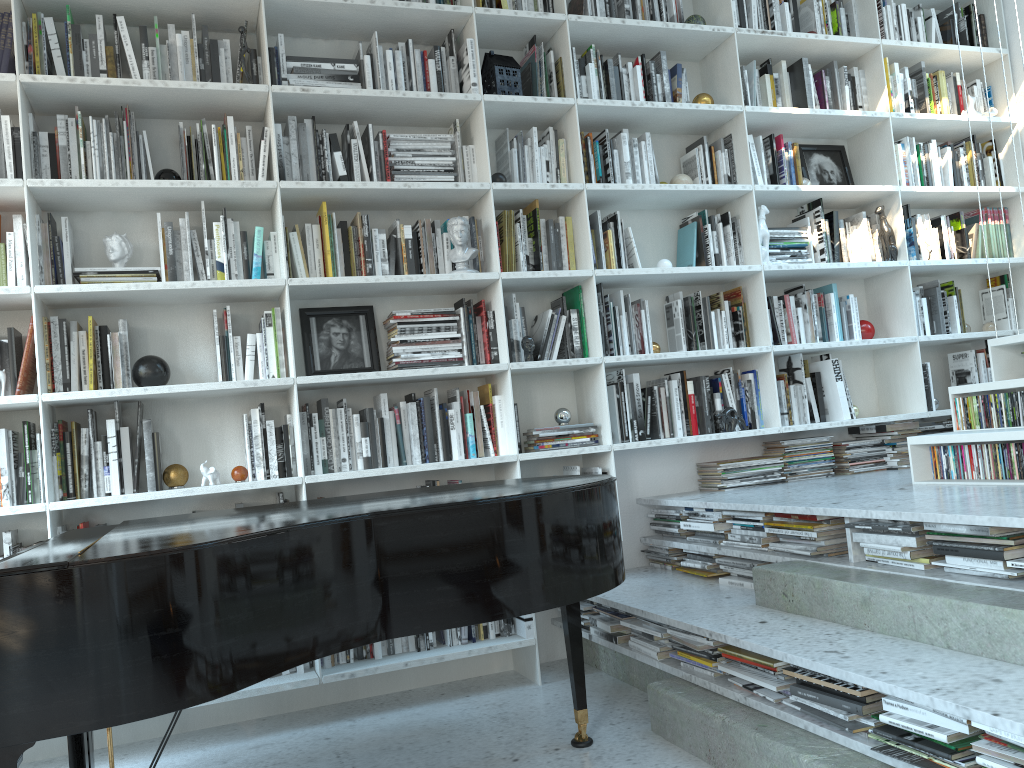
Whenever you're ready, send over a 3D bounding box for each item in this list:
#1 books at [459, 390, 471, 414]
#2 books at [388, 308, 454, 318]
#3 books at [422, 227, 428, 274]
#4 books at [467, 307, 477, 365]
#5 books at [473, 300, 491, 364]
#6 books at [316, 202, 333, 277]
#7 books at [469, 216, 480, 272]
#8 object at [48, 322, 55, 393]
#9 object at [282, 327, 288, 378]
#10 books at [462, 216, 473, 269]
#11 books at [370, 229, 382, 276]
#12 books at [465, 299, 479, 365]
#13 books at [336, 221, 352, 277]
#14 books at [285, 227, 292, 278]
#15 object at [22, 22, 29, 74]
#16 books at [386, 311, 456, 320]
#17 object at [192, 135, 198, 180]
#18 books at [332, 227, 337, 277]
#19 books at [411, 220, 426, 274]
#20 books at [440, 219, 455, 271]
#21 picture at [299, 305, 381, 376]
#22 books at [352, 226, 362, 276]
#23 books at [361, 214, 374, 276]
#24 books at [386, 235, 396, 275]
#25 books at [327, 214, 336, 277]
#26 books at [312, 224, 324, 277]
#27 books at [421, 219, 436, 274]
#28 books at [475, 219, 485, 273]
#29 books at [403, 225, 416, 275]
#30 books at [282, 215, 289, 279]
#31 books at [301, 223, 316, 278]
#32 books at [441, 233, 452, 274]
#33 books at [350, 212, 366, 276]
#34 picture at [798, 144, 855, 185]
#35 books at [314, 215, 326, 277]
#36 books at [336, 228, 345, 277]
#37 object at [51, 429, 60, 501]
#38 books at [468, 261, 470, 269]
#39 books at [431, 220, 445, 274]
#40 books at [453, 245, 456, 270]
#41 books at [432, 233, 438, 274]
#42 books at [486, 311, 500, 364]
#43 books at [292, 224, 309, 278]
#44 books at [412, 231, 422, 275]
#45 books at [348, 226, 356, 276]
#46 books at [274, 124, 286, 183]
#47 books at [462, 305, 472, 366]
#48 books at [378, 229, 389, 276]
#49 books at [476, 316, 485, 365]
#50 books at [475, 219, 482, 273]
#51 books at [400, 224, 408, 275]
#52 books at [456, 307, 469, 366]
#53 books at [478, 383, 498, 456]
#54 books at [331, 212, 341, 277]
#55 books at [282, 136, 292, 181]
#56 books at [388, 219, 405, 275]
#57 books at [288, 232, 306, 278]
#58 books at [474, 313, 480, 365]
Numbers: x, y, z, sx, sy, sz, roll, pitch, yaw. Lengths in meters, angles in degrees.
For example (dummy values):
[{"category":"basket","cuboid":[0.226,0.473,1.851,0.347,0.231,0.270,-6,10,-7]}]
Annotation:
[{"category":"books","cuboid":[-0.190,0.170,3.703,0.010,0.284,0.132,-5,-4,-20]},{"category":"books","cuboid":[-0.378,-0.289,3.659,0.254,0.012,0.161,-5,-4,-16]},{"category":"books","cuboid":[-0.385,-0.523,3.694,0.025,0.230,0.143,-5,-4,-20]},{"category":"books","cuboid":[-0.190,-0.183,3.725,0.013,0.256,0.163,-5,-4,-20]},{"category":"books","cuboid":[-0.134,-0.200,3.732,0.011,0.279,0.186,-5,-4,-20]},{"category":"books","cuboid":[-0.745,-0.543,3.525,0.014,0.317,0.188,-5,-4,-20]},{"category":"books","cuboid":[-0.175,-0.558,3.753,0.014,0.266,0.154,-5,-4,-20]},{"category":"object","cuboid":[-1.653,-0.081,3.207,0.012,0.270,0.130,-5,-4,-20]},{"category":"object","cuboid":[-0.898,-0.109,3.484,0.017,0.216,0.103,-5,-4,-20]},{"category":"books","cuboid":[-0.199,-0.561,3.762,0.025,0.279,0.108,-5,-3,-20]},{"category":"books","cuboid":[-0.565,-0.504,3.610,0.024,0.216,0.175,-5,-4,-20]},{"category":"books","cuboid":[-0.180,-0.200,3.729,0.011,0.288,0.152,-5,-4,-20]},{"category":"books","cuboid":[-0.682,-0.515,3.591,0.028,0.259,0.134,-5,-4,-20]},{"category":"books","cuboid":[-0.891,-0.488,3.512,0.011,0.235,0.142,-5,-4,-20]},{"category":"object","cuboid":[-1.768,-1.167,3.253,0.012,0.254,0.161,-5,-4,-20]},{"category":"books","cuboid":[-0.377,-0.277,3.661,0.254,0.012,0.161,-4,-4,-23]},{"category":"object","cuboid":[-1.223,-0.827,3.423,0.010,0.225,0.142,-5,-4,-20]},{"category":"books","cuboid":[-0.727,-0.505,3.562,0.010,0.244,0.149,-5,-4,-20]},{"category":"books","cuboid":[-0.391,-0.532,3.654,0.012,0.245,0.186,-5,-4,-20]},{"category":"books","cuboid":[-0.270,-0.548,3.735,0.014,0.263,0.135,-5,-4,-20]},{"category":"picture","cuboid":[-0.696,-0.167,3.593,0.300,0.299,0.077,-4,-3,-20]},{"category":"books","cuboid":[-0.640,-0.507,3.592,0.025,0.236,0.137,-5,-4,-20]},{"category":"books","cuboid":[-0.598,-0.528,3.586,0.027,0.267,0.190,-5,-4,-20]},{"category":"books","cuboid":[-0.506,-0.498,3.645,0.050,0.199,0.146,-5,-4,-20]},{"category":"books","cuboid":[-0.729,-0.518,3.528,0.015,0.266,0.189,-5,-4,-20]},{"category":"books","cuboid":[-0.782,-0.499,3.541,0.029,0.240,0.156,-5,-4,-20]},{"category":"books","cuboid":[-0.357,-0.540,3.685,0.025,0.258,0.150,-5,-4,-20]},{"category":"books","cuboid":[-0.151,-0.557,3.782,0.023,0.264,0.107,-5,-3,-20]},{"category":"books","cuboid":[-0.439,-0.518,3.644,0.029,0.224,0.185,-5,-4,-20]},{"category":"books","cuboid":[-0.903,-0.510,3.511,0.010,0.281,0.140,-5,-4,-20]},{"category":"books","cuboid":[-0.810,-0.500,3.538,0.026,0.248,0.139,-5,-4,-20]},{"category":"books","cuboid":[-0.287,-0.517,3.716,0.035,0.201,0.149,-5,-4,-20]},{"category":"books","cuboid":[-0.622,-0.533,3.593,0.013,0.283,0.177,-5,-4,-20]},{"category":"picture","cuboid":[1.590,-1.071,4.492,0.300,0.299,0.077,-4,-3,-20]},{"category":"books","cuboid":[-0.769,-0.521,3.561,0.010,0.283,0.136,-5,-4,-20]},{"category":"books","cuboid":[-0.703,-0.498,3.576,0.024,0.228,0.147,-5,-4,-20]},{"category":"object","cuboid":[-1.623,0.291,3.171,0.012,0.254,0.161,-5,-4,-20]},{"category":"books","cuboid":[-0.218,-0.551,3.743,0.025,0.259,0.130,-5,-4,-20]},{"category":"books","cuboid":[-0.318,-0.543,3.710,0.024,0.259,0.126,-5,-4,-20]},{"category":"books","cuboid":[-0.254,-0.521,3.733,0.012,0.205,0.146,-5,-4,-20]},{"category":"books","cuboid":[-0.339,-0.515,3.707,0.022,0.206,0.114,-5,-4,-20]},{"category":"books","cuboid":[-0.107,-0.178,3.729,0.034,0.229,0.199,-5,-4,-20]},{"category":"books","cuboid":[-0.839,-0.496,3.517,0.042,0.242,0.162,-5,-4,-20]},{"category":"books","cuboid":[-0.412,-0.508,3.655,0.029,0.200,0.178,-5,-4,-20]},{"category":"books","cuboid":[-0.655,-0.503,3.578,0.012,0.227,0.170,-5,-4,-20]},{"category":"books","cuboid":[-0.925,-0.871,3.515,0.026,0.267,0.171,-5,-4,-20]},{"category":"books","cuboid":[-0.208,-0.185,3.707,0.011,0.260,0.184,-5,-4,-20]},{"category":"books","cuboid":[-0.540,-0.505,3.620,0.030,0.214,0.169,-5,-4,-20]},{"category":"books","cuboid":[-0.152,-0.166,3.741,0.021,0.217,0.132,-5,-4,-20]},{"category":"books","cuboid":[-0.165,-0.555,3.769,0.014,0.260,0.137,-5,-4,-20]},{"category":"books","cuboid":[-0.462,-0.520,3.648,0.010,0.234,0.175,-5,-4,-20]},{"category":"books","cuboid":[-0.220,-0.181,3.705,0.012,0.254,0.161,-5,-4,-20]},{"category":"books","cuboid":[-0.103,0.154,3.726,0.011,0.300,0.149,-5,-4,-20]},{"category":"books","cuboid":[-0.714,-0.525,3.550,0.010,0.280,0.170,-5,-4,-20]},{"category":"books","cuboid":[-0.903,-0.852,3.538,0.027,0.228,0.147,-5,-4,-20]},{"category":"books","cuboid":[-0.475,-0.531,3.649,0.014,0.258,0.161,-5,-4,-20]},{"category":"books","cuboid":[-0.851,-0.479,3.499,0.053,0.208,0.156,-5,-4,-20]},{"category":"books","cuboid":[-0.169,-0.173,3.738,0.013,0.232,0.134,-5,-4,-20]}]
